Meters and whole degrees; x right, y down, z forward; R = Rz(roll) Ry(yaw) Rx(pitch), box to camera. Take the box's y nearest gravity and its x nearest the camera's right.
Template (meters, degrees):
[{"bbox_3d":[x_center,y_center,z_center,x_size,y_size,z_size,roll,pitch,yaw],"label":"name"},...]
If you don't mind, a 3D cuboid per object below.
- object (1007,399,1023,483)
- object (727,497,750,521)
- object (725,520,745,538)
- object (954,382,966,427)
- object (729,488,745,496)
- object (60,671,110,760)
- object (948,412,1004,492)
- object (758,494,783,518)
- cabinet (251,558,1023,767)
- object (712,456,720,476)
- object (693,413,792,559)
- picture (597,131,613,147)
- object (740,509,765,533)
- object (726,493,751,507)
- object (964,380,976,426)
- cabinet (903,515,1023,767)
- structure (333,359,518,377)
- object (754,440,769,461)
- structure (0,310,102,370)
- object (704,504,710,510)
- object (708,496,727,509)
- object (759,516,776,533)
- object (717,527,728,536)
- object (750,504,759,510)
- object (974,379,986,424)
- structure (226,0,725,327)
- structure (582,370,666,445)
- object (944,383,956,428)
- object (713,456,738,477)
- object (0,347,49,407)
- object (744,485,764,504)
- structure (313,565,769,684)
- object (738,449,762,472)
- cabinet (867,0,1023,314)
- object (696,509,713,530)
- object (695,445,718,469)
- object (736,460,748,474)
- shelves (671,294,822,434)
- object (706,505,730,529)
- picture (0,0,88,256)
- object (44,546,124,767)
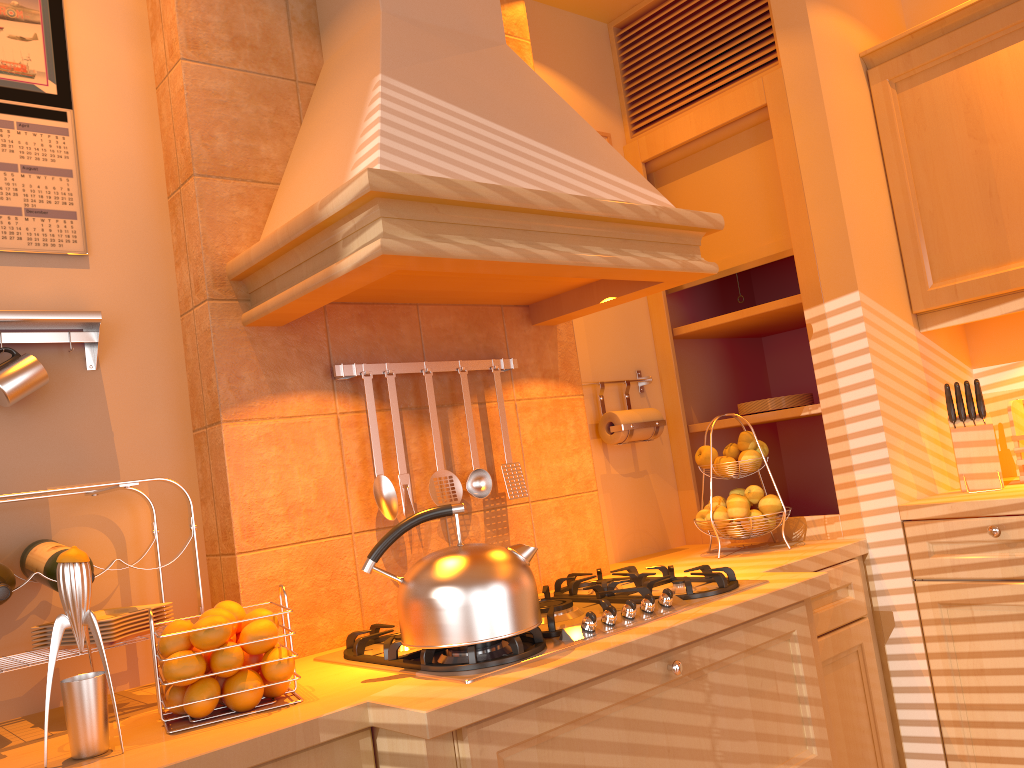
[{"bbox_3d":[1.444,0.138,2.339,0.103,0.221,0.200,-3,-7,-40],"label":"object"},{"bbox_3d":[0.594,0.328,2.325,0.056,0.063,0.065,-11,-6,25],"label":"object"},{"bbox_3d":[0.600,0.386,2.387,0.052,0.056,0.057,-9,-6,12],"label":"object"},{"bbox_3d":[1.200,0.126,2.349,0.019,0.265,0.038,-12,-7,32],"label":"object"},{"bbox_3d":[0.622,0.307,2.432,0.051,0.048,0.050,-7,-6,-7],"label":"object"},{"bbox_3d":[-0.591,0.461,1.233,0.060,0.106,0.060,-10,-6,17],"label":"object"},{"bbox_3d":[1.228,0.180,2.350,0.100,0.200,0.070,-10,-6,23],"label":"object"},{"bbox_3d":[0.685,0.323,2.349,0.063,0.060,0.064,-6,-6,-25],"label":"object"},{"bbox_3d":[0.345,0.896,1.756,2.850,0.840,1.141,-3,-7,-41],"label":"cabinet"},{"bbox_3d":[0.583,0.230,2.475,0.057,0.056,0.051,-9,-6,9],"label":"object"},{"bbox_3d":[0.616,0.268,2.434,0.265,0.376,0.265,-9,-6,8],"label":"object"},{"bbox_3d":[0.211,-0.555,2.712,0.366,0.491,0.007,-3,-7,-41],"label":"picture"},{"bbox_3d":[0.636,0.363,2.344,0.064,0.062,0.064,-12,-7,36],"label":"object"},{"bbox_3d":[0.608,0.323,2.380,0.063,0.061,0.063,-10,-6,23],"label":"object"},{"bbox_3d":[1.222,0.122,2.340,0.019,0.265,0.038,-12,-7,32],"label":"object"},{"bbox_3d":[2.165,0.154,1.293,0.625,1.700,3.000,-3,-7,-41],"label":"cabinet"},{"bbox_3d":[-0.181,-0.039,2.031,0.506,0.024,0.009,-3,-7,-41],"label":"structure"},{"bbox_3d":[0.677,0.184,2.445,0.058,0.060,0.057,-6,-6,-19],"label":"object"},{"bbox_3d":[-0.954,-0.082,1.584,0.405,0.118,0.069,-3,-7,-40],"label":"structure"},{"bbox_3d":[0.567,0.363,2.517,0.046,0.047,0.044,-6,-6,-20],"label":"object"},{"bbox_3d":[0.565,0.334,2.424,0.055,0.058,0.056,-8,-6,-5],"label":"object"},{"bbox_3d":[0.680,0.371,2.394,0.063,0.061,0.064,-11,-6,27],"label":"object"},{"bbox_3d":[0.579,0.397,2.434,0.046,0.043,0.047,-9,-6,9],"label":"object"},{"bbox_3d":[0.671,0.329,2.432,0.057,0.059,0.058,-9,-6,13],"label":"object"},{"bbox_3d":[1.243,0.118,2.331,0.019,0.265,0.037,-12,-7,32],"label":"object"},{"bbox_3d":[1.340,-0.922,1.282,4.091,1.148,1.061,-10,-6,23],"label":"structure"},{"bbox_3d":[0.333,0.063,2.601,0.320,0.220,0.126,-3,-7,-41],"label":"structure"},{"bbox_3d":[1.180,0.129,2.357,0.019,0.265,0.037,-9,-6,13],"label":"object"},{"bbox_3d":[0.582,0.225,2.416,0.064,0.058,0.063,-10,-6,15],"label":"object"},{"bbox_3d":[-0.890,-0.014,1.592,0.066,0.111,0.103,-13,-7,42],"label":"object"},{"bbox_3d":[0.649,0.296,2.374,0.049,0.052,0.050,-5,-7,-33],"label":"object"},{"bbox_3d":[0.075,0.449,1.772,0.797,0.051,0.494,-3,-7,-41],"label":"structure"},{"bbox_3d":[0.644,0.207,2.403,0.064,0.063,0.063,-6,-6,-24],"label":"object"},{"bbox_3d":[1.759,-0.702,1.933,0.332,0.712,1.792,-3,-7,-41],"label":"cabinet"},{"bbox_3d":[0.532,0.372,2.431,0.056,0.057,0.053,-11,-6,26],"label":"object"},{"bbox_3d":[0.539,0.202,2.451,0.061,0.064,0.063,-5,-6,-31],"label":"object"},{"bbox_3d":[0.642,0.220,2.465,0.058,0.059,0.058,-7,-6,-9],"label":"object"},{"bbox_3d":[0.923,0.117,2.773,0.582,0.702,0.600,-3,-7,-41],"label":"shelves"},{"bbox_3d":[0.551,0.356,2.369,0.063,0.063,0.063,-5,-6,-29],"label":"object"},{"bbox_3d":[-1.041,-0.543,1.651,0.417,0.605,0.009,-3,-7,-41],"label":"picture"},{"bbox_3d":[-0.614,0.372,1.232,0.088,0.288,0.101,-3,-7,-41],"label":"object"}]
